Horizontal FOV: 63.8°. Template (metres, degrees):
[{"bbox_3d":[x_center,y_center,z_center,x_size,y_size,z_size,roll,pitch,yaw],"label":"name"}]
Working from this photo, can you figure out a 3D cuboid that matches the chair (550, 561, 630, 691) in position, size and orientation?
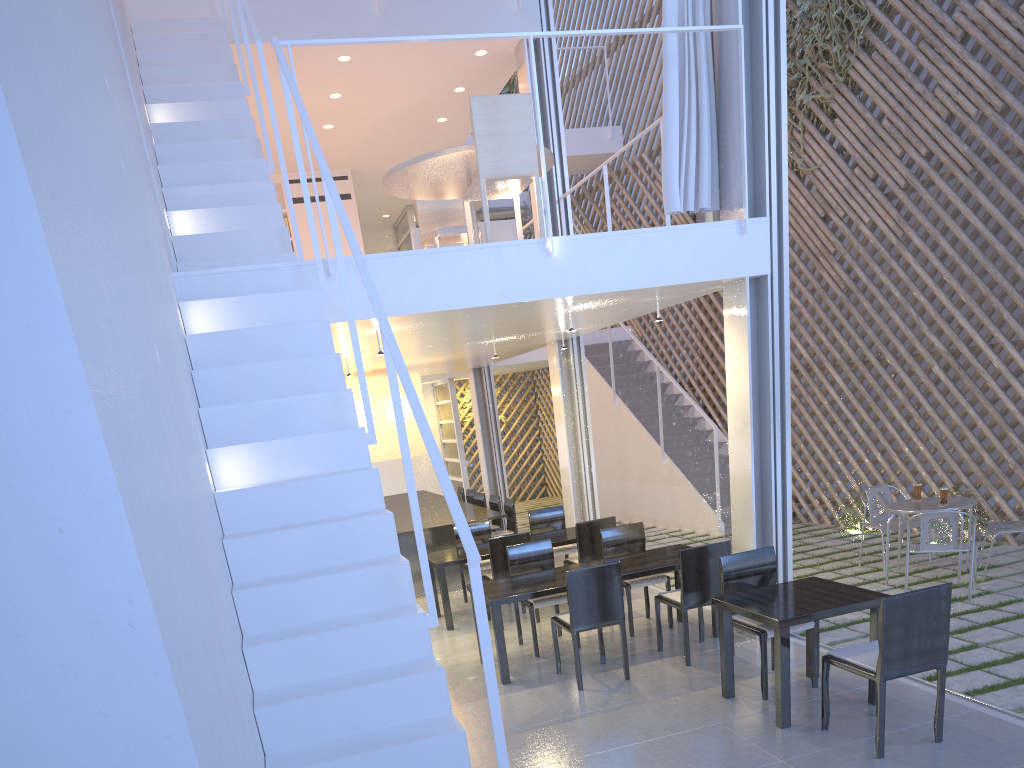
[{"bbox_3d":[0.261,0.829,2.880,0.189,0.472,0.221,-12,15,-16],"label":"chair"}]

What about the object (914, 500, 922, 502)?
[{"bbox_3d":[0.376,0.470,3.191,2.859,0.471,0.056,-8,17,-13],"label":"object"}]

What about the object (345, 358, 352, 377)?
[{"bbox_3d":[-0.723,-0.075,3.623,0.029,0.085,0.026,-8,16,-4],"label":"object"}]

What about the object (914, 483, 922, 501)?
[{"bbox_3d":[1.761,0.469,3.568,0.031,0.083,0.028,1,18,28],"label":"object"}]

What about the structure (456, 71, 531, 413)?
[{"bbox_3d":[-0.245,-1.498,8.460,1.090,4.871,3.107,-13,14,-19],"label":"structure"}]

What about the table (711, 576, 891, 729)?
[{"bbox_3d":[0.845,0.784,2.431,0.353,0.357,0.332,-10,9,-15],"label":"table"}]

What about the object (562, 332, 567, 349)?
[{"bbox_3d":[0.239,-0.205,3.849,0.029,0.085,0.026,-8,16,-4],"label":"object"}]

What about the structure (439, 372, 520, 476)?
[{"bbox_3d":[-0.295,0.234,8.126,1.126,2.154,0.267,-10,18,-13],"label":"structure"}]

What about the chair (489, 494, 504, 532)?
[{"bbox_3d":[-0.193,0.955,5.346,0.235,0.473,0.176,-12,16,-16],"label":"chair"}]

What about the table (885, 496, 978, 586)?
[{"bbox_3d":[1.792,0.677,3.539,0.348,0.360,0.323,-1,11,36],"label":"table"}]

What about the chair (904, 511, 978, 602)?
[{"bbox_3d":[1.685,0.663,3.237,0.263,0.410,0.226,0,15,29],"label":"chair"}]

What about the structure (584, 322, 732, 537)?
[{"bbox_3d":[0.768,0.044,5.669,1.149,2.111,1.870,-13,11,-23],"label":"structure"}]

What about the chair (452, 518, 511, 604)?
[{"bbox_3d":[-0.154,0.921,4.207,0.189,0.472,0.221,-12,15,-16],"label":"chair"}]

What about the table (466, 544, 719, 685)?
[{"bbox_3d":[0.328,0.876,3.178,0.901,0.357,0.332,-8,9,-14],"label":"table"}]

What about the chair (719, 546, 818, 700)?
[{"bbox_3d":[0.803,0.745,2.571,0.189,0.472,0.221,-12,15,-16],"label":"chair"}]

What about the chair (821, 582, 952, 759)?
[{"bbox_3d":[0.947,0.713,2.111,0.189,0.472,0.221,-12,15,-16],"label":"chair"}]

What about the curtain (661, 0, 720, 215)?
[{"bbox_3d":[0.300,-1.769,2.238,0.504,2.608,0.089,-12,19,-15],"label":"curtain"}]

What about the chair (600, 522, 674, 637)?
[{"bbox_3d":[0.516,0.806,3.400,0.189,0.472,0.221,-12,15,-16],"label":"chair"}]

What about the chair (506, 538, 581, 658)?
[{"bbox_3d":[0.127,0.859,3.308,0.189,0.472,0.221,-12,15,-16],"label":"chair"}]

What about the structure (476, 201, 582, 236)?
[{"bbox_3d":[0.130,-1.291,7.032,0.520,2.030,1.188,-14,15,-22],"label":"structure"}]

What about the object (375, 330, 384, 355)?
[{"bbox_3d":[-0.440,-0.137,2.715,0.029,0.085,0.026,-8,16,-4],"label":"object"}]

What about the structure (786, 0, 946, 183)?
[{"bbox_3d":[1.749,-2.295,3.817,0.716,2.931,2.249,-15,13,-25],"label":"structure"}]

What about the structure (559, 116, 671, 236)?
[{"bbox_3d":[0.520,-0.702,3.466,0.027,0.590,1.627,-13,2,-18],"label":"structure"}]

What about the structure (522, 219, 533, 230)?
[{"bbox_3d":[-0.007,-0.585,5.153,0.027,0.590,1.629,-13,2,-18],"label":"structure"}]

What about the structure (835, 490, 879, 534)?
[{"bbox_3d":[2.006,0.732,4.722,0.264,0.281,0.245,-9,10,-8],"label":"structure"}]

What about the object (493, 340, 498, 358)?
[{"bbox_3d":[-0.080,-0.162,3.774,0.029,0.085,0.026,-8,16,-4],"label":"object"}]

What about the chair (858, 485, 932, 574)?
[{"bbox_3d":[1.766,0.666,3.834,0.258,0.410,0.230,-11,14,-15],"label":"chair"}]

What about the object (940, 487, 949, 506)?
[{"bbox_3d":[1.777,0.462,3.384,0.031,0.083,0.028,1,18,28],"label":"object"}]

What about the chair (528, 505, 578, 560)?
[{"bbox_3d":[0.236,0.868,4.299,0.189,0.472,0.221,-12,15,-16],"label":"chair"}]

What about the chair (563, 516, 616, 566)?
[{"bbox_3d":[0.369,0.839,3.871,0.189,0.472,0.221,-12,15,-16],"label":"chair"}]

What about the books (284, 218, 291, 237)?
[{"bbox_3d":[-1.276,-0.322,4.213,0.038,1.749,3.406,-9,3,-6],"label":"books"}]

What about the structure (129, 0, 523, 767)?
[{"bbox_3d":[-0.122,-0.633,2.350,1.697,3.561,3.460,-12,9,-17],"label":"structure"}]

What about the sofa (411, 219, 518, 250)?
[{"bbox_3d":[-0.333,-0.515,4.273,0.491,0.394,0.942,-10,2,-17],"label":"sofa"}]

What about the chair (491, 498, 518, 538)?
[{"bbox_3d":[-0.100,0.934,5.036,0.237,0.473,0.175,-11,16,-13],"label":"chair"}]

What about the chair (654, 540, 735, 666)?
[{"bbox_3d":[0.650,0.777,2.971,0.189,0.472,0.221,-12,15,-16],"label":"chair"}]

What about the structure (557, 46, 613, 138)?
[{"bbox_3d":[0.150,-2.008,5.753,1.122,0.615,0.025,-8,18,-13],"label":"structure"}]

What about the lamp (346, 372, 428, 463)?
[{"bbox_3d":[-0.998,0.260,5.446,0.439,0.451,2.209,-10,0,-18],"label":"lamp"}]

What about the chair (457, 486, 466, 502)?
[{"bbox_3d":[-0.472,1.017,6.275,0.237,0.473,0.175,-11,16,-12],"label":"chair"}]

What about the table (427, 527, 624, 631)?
[{"bbox_3d":[0.062,0.935,4.031,0.901,0.357,0.332,-8,9,-14],"label":"table"}]

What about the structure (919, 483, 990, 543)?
[{"bbox_3d":[2.204,0.654,4.123,0.283,0.348,0.305,-14,11,-30],"label":"structure"}]

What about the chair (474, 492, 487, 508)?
[{"bbox_3d":[-0.299,0.978,5.653,0.234,0.473,0.177,-12,16,-19],"label":"chair"}]

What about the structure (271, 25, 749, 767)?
[{"bbox_3d":[0.337,-0.090,1.917,1.342,1.929,1.353,-11,12,-15],"label":"structure"}]

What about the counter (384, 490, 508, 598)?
[{"bbox_3d":[-0.747,1.065,5.754,0.800,0.399,2.413,-9,-1,-17],"label":"counter"}]

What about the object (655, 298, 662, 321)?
[{"bbox_3d":[-0.492,0.288,3.676,1.640,0.880,1.766,-9,3,-18],"label":"object"}]

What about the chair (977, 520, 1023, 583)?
[{"bbox_3d":[2.091,0.610,3.413,0.250,0.410,0.238,-2,14,24],"label":"chair"}]

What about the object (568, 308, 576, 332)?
[{"bbox_3d":[0.204,-0.224,2.867,0.029,0.085,0.026,-8,16,-4],"label":"object"}]

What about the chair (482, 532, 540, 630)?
[{"bbox_3d":[-0.020,0.892,3.779,0.189,0.472,0.221,-12,15,-16],"label":"chair"}]

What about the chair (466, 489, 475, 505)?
[{"bbox_3d":[-0.378,0.997,5.966,0.235,0.473,0.177,-12,16,-17],"label":"chair"}]
